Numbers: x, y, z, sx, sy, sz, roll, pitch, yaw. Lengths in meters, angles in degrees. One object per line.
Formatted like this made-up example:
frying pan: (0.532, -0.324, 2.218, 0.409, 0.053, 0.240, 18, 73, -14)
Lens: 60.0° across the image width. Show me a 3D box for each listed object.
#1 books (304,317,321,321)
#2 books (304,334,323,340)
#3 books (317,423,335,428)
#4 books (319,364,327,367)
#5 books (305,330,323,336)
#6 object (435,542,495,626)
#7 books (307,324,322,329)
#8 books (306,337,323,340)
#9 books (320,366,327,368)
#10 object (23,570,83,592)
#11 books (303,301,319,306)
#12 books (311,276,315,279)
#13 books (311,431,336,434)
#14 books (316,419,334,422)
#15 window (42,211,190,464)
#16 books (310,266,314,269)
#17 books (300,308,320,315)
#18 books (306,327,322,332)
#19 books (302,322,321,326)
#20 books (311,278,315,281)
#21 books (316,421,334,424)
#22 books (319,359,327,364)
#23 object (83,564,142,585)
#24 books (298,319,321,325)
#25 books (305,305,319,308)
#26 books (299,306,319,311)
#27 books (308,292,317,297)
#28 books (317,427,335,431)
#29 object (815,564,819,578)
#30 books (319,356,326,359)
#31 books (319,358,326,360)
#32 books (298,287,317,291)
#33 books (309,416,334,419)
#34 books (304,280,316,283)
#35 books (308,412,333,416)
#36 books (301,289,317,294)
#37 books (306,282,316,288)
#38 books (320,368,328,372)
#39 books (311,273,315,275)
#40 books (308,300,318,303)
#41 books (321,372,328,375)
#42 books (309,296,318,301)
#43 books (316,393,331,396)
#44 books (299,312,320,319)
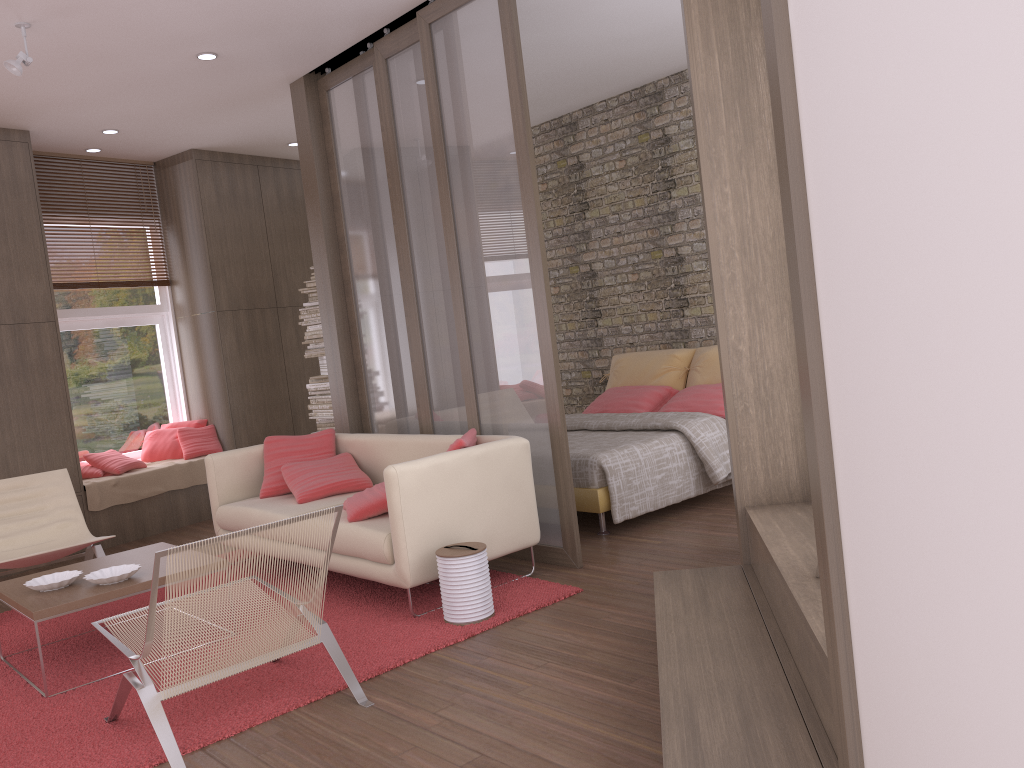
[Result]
books: (-1.514, -0.581, 7.624, 0.434, 0.019, 0.324, -5, 4, 29)
books: (-1.549, -0.426, 7.656, 0.379, 0.028, 0.297, -5, 4, 24)
books: (-1.424, 0.327, 7.630, 0.396, 0.033, 0.310, -5, 4, 29)
books: (-1.457, -0.181, 7.626, 0.323, 0.020, 0.484, -8, 4, -21)
books: (-1.559, -0.458, 7.666, 0.379, 0.039, 0.297, -4, 5, 44)
object: (-0.218, 0.920, 4.124, 0.239, 0.341, 0.239, -7, 3, -9)
books: (-1.532, -0.512, 7.631, 0.379, 0.028, 0.297, -4, 5, 44)
books: (-1.547, -0.407, 7.653, 0.395, 0.009, 0.233, -5, 4, 24)
books: (-1.482, -0.161, 7.655, 0.294, 0.013, 0.413, -8, 4, -21)
object: (-2.123, 0.921, 4.113, 0.249, 0.043, 0.251, -6, 4, 19)
books: (-1.552, -0.703, 7.614, 0.404, 0.026, 0.266, -6, 3, 9)
books: (-1.558, -0.932, 7.607, 0.198, 0.023, 0.327, -10, 5, -41)
books: (-1.453, 0.398, 7.663, 0.488, 0.018, 0.296, -5, 4, 29)
books: (-1.430, 0.279, 7.627, 0.396, 0.024, 0.310, -5, 4, 29)
window: (-3.586, -0.367, 7.741, 0.160, 2.229, 1.407, -4, 4, 36)
books: (-1.566, -1.018, 7.594, 0.204, 0.014, 0.313, -10, 5, -41)
books: (-1.556, -0.643, 7.647, 0.416, 0.035, 0.323, -5, 4, 29)
books: (-1.542, -0.488, 7.653, 0.388, 0.020, 0.287, -4, 5, 44)
books: (-1.538, -0.536, 7.606, 0.416, 0.012, 0.324, -5, 4, 29)
books: (-1.546, -0.909, 7.594, 0.272, 0.023, 0.201, -5, 4, 29)
books: (-1.429, 0.300, 7.635, 0.405, 0.018, 0.300, -5, 4, 29)
books: (-1.480, -0.209, 7.653, 0.308, 0.036, 0.417, -8, 4, -21)
object: (-1.843, 0.888, 4.097, 0.249, 0.043, 0.251, -9, 4, -29)
books: (-1.560, -0.554, 7.645, 0.470, 0.022, 0.306, -5, 4, 29)
books: (-1.537, -0.686, 7.632, 0.416, 0.015, 0.245, -5, 4, 29)
books: (-1.580, -0.665, 7.636, 0.392, 0.015, 0.306, -5, 4, 29)
books: (-1.540, -0.785, 7.633, 0.371, 0.036, 0.211, -6, 3, 9)
books: (-1.421, 0.356, 7.632, 0.396, 0.024, 0.310, -5, 4, 29)
object: (0.982, 0.458, 2.384, 0.136, 0.233, 0.499, -7, 3, -6)
books: (-1.461, -0.250, 7.615, 0.326, 0.018, 0.500, -8, 4, -21)
books: (-1.461, -0.237, 7.646, 0.345, 0.010, 0.443, -8, 4, -21)
books: (-1.581, -0.830, 7.617, 0.435, 0.019, 0.248, -6, 3, 9)
books: (-1.427, 0.260, 7.628, 0.423, 0.016, 0.542, -10, 5, -41)
books: (-1.556, -0.888, 7.589, 0.366, 0.012, 0.287, -6, 3, 9)
books: (-1.436, 0.234, 7.684, 0.399, 0.028, 0.612, -10, 5, -41)
books: (-1.567, -0.810, 7.611, 0.412, 0.019, 0.259, -6, 3, 9)
books: (-1.545, -0.863, 7.595, 0.351, 0.036, 0.275, -6, 3, 9)
books: (-1.448, -0.140, 7.609, 0.317, 0.030, 0.524, -8, 4, -21)
books: (-1.555, -0.964, 7.595, 0.202, 0.015, 0.303, -10, 5, -41)
books: (-1.529, -0.724, 7.600, 0.351, 0.010, 0.284, -6, 3, 9)
books: (-1.458, -0.110, 7.654, 0.322, 0.030, 0.435, -8, 4, -21)
books: (-1.536, -0.748, 7.636, 0.371, 0.036, 0.211, -6, 3, 9)
books: (-1.412, 0.063, 7.651, 0.320, 0.020, 0.542, -10, 5, -41)
books: (-1.577, -0.603, 7.640, 0.401, 0.035, 0.315, -5, 4, 29)
